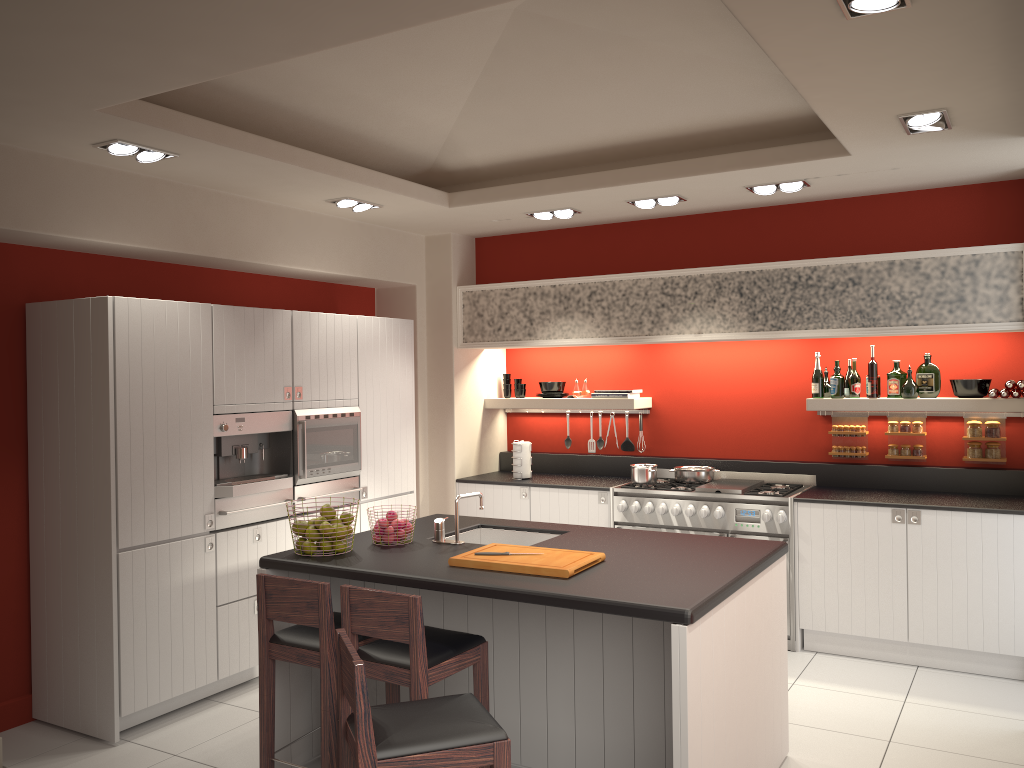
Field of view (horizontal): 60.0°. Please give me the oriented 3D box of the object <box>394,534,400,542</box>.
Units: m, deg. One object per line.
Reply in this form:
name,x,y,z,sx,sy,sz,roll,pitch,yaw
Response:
object,-0.566,0.757,4.350,0.040,0.039,0.039,-1,0,-11

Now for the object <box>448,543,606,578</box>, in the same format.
object,0.066,0.754,3.818,0.570,0.033,0.372,-1,1,29

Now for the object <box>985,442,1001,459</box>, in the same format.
object,3.185,0.441,5.873,0.094,0.120,0.093,-1,0,-39

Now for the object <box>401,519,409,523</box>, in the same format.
object,-0.540,0.696,4.414,0.056,0.050,0.055,-1,0,-21

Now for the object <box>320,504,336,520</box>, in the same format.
object,-0.862,0.600,4.156,0.078,0.080,0.078,-1,0,30

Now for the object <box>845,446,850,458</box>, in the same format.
object,2.391,0.484,6.315,0.034,0.078,0.034,-1,0,-39

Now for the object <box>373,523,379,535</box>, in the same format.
object,-0.648,0.709,4.335,0.059,0.059,0.060,-1,0,42

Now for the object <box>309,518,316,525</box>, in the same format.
object,-0.928,0.662,4.169,0.057,0.061,0.062,-1,0,45

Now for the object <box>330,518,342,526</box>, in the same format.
object,-0.821,0.651,4.142,0.056,0.054,0.057,-1,0,1

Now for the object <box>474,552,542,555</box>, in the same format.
object,-0.012,0.733,3.837,0.302,0.010,0.035,-1,0,1

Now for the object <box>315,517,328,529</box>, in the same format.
object,-0.883,0.644,4.103,0.057,0.061,0.062,-1,0,45

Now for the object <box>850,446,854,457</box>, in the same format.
object,2.430,0.483,6.337,0.034,0.078,0.034,-1,0,-39

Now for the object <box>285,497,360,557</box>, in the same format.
object,-0.881,0.664,4.138,0.341,0.232,0.341,-1,0,-27

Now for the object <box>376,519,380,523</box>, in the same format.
object,-0.647,0.691,4.380,0.049,0.049,0.048,-1,0,38

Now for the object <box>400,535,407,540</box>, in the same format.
object,-0.545,0.750,4.408,0.050,0.049,0.049,-1,0,-4

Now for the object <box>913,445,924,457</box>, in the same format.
object,2.795,0.461,6.106,0.068,0.088,0.068,-1,0,-39

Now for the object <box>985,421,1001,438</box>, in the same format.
object,3.183,0.305,5.873,0.094,0.120,0.093,-1,0,-39

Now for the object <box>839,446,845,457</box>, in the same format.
object,2.357,0.484,6.335,0.034,0.078,0.034,-1,0,-39

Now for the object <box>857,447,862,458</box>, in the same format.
object,2.458,0.483,6.276,0.034,0.078,0.034,-1,0,-39

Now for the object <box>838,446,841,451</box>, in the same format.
object,2.362,0.484,6.377,0.034,0.078,0.034,-1,0,-39

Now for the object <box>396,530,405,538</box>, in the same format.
object,-0.544,0.726,4.321,0.046,0.043,0.046,-1,0,-20

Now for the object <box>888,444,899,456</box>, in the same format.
object,2.660,0.463,6.185,0.068,0.088,0.068,-1,0,-39

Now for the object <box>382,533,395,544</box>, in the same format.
object,-0.600,0.746,4.309,0.062,0.057,0.061,-1,0,30

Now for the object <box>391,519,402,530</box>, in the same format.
object,-0.559,0.684,4.309,0.051,0.055,0.056,-1,0,45

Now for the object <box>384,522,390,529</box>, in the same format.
object,-0.616,0.685,4.321,0.041,0.039,0.041,-1,0,-44

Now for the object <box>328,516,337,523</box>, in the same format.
object,-0.864,0.651,4.208,0.078,0.076,0.071,-1,0,0

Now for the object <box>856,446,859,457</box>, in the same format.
object,2.464,0.483,6.317,0.034,0.078,0.034,-1,0,-39

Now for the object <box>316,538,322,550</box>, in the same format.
object,-0.894,0.752,4.162,0.055,0.054,0.053,-1,0,34

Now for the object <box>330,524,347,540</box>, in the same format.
object,-0.802,0.685,4.097,0.082,0.082,0.082,-1,0,-3

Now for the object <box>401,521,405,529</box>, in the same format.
object,-0.547,0.690,4.362,0.041,0.044,0.045,-1,0,0

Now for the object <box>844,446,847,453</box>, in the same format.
object,2.395,0.483,6.358,0.034,0.078,0.034,-1,0,-39

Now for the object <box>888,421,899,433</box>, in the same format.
object,2.658,0.302,6.184,0.068,0.088,0.068,-1,0,-39

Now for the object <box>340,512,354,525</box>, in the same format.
object,-0.778,0.633,4.176,0.067,0.064,0.067,-1,0,31

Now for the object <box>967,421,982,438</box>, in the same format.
object,3.091,0.306,5.927,0.094,0.120,0.093,-1,0,-39

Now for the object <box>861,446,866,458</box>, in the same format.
object,2.498,0.482,6.298,0.034,0.078,0.034,-1,0,-39

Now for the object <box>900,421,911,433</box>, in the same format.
object,2.726,0.302,6.145,0.068,0.088,0.068,-1,0,-39

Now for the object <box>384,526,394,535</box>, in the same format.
object,-0.593,0.707,4.279,0.048,0.046,0.048,-1,0,-11

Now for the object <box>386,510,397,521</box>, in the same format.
object,-0.588,0.647,4.335,0.056,0.058,0.056,-1,0,-15

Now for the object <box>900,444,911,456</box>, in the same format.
object,2.728,0.462,6.145,0.068,0.088,0.068,-1,0,-39

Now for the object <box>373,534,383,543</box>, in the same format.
object,-0.656,0.752,4.337,0.050,0.049,0.049,-1,0,-4

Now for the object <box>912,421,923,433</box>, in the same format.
object,2.793,0.301,6.105,0.068,0.088,0.068,-1,0,-39

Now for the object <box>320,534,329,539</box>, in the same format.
object,-0.890,0.710,4.212,0.064,0.060,0.064,-1,0,25

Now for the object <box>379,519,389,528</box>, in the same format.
object,-0.620,0.673,4.281,0.048,0.046,0.048,-1,0,-14

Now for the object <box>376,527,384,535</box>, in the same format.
object,-0.636,0.711,4.293,0.041,0.041,0.040,-1,0,-23

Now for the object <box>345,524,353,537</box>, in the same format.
object,-0.773,0.686,4.149,0.057,0.057,0.055,-1,0,22

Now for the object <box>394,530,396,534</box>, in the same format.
object,-0.585,0.712,4.391,0.055,0.056,0.055,-1,0,40

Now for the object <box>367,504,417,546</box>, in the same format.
object,-0.586,0.693,4.354,0.248,0.168,0.248,-1,0,18

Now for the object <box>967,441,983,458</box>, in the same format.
object,3.093,0.442,5.927,0.094,0.120,0.093,-1,0,-39

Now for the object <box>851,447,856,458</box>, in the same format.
object,2.425,0.483,6.296,0.034,0.078,0.034,-1,0,-39

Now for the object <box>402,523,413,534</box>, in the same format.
object,-0.515,0.711,4.372,0.055,0.056,0.055,-1,0,40
